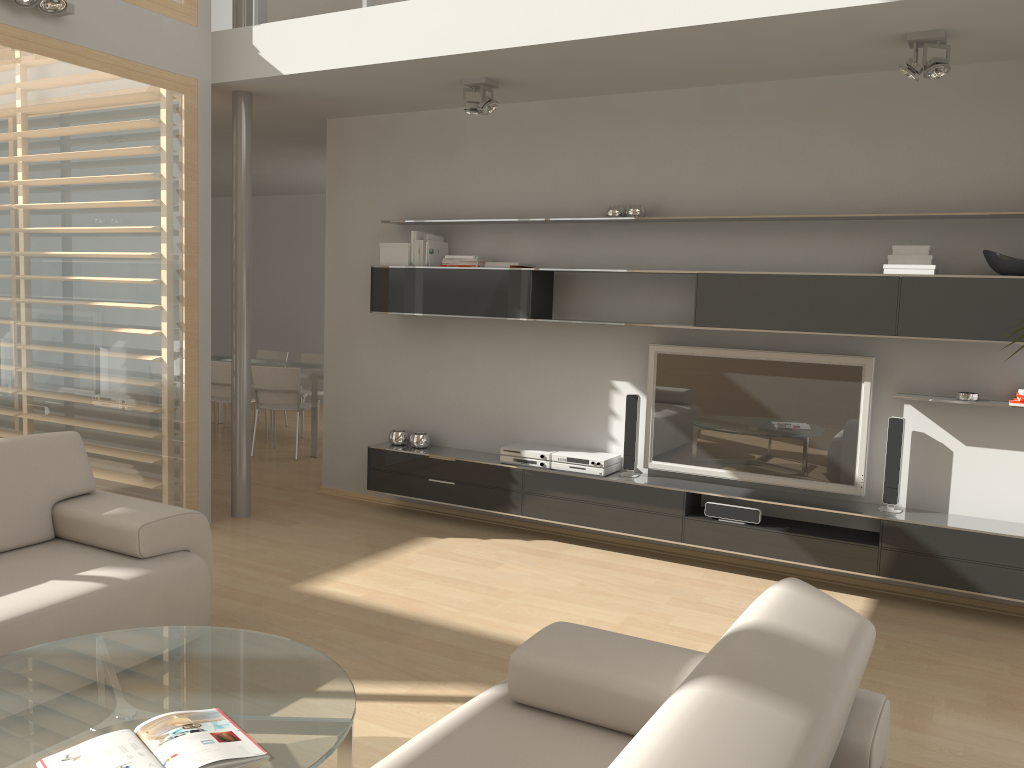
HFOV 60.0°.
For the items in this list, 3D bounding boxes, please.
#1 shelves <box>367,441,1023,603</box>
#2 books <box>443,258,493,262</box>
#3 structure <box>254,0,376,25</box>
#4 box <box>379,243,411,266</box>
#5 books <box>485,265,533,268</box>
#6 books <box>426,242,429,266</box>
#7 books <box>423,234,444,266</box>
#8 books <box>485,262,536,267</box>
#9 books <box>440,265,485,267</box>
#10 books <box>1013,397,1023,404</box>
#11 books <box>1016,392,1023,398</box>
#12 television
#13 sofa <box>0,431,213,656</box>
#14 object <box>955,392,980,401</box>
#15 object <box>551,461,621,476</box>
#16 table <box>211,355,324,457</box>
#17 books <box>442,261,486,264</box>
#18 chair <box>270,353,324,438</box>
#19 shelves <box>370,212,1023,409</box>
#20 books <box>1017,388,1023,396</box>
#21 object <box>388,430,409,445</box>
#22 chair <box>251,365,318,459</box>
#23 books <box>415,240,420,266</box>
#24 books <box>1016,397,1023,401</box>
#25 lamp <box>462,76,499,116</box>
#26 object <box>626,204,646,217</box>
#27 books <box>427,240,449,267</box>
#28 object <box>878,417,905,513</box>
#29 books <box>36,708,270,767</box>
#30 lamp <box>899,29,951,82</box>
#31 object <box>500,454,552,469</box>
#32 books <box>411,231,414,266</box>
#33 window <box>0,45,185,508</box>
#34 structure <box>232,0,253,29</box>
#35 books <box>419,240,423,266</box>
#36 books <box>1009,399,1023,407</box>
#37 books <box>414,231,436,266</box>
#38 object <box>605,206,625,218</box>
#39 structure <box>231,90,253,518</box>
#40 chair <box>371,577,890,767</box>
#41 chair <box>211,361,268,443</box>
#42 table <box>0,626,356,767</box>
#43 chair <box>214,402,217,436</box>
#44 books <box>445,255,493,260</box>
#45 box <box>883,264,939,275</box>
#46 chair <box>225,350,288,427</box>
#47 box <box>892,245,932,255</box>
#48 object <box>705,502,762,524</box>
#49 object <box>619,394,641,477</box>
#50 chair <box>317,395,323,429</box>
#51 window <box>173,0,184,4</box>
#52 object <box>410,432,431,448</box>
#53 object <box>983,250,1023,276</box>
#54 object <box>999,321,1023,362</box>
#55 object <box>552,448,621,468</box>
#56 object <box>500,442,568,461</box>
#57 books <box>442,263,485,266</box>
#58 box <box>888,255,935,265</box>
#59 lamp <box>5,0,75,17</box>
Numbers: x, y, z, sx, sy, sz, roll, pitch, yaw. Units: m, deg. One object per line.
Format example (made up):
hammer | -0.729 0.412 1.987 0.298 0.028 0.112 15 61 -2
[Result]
shelves | 0.947 0.722 5.083 4.236 0.312 0.300 5 6 29
books | -0.280 -0.784 5.625 0.254 0.015 0.190 5 7 30
structure | 0.620 -2.347 4.030 5.400 0.900 0.080 5 6 29
box | -0.713 -0.850 5.862 0.232 0.149 0.232 5 6 29
books | -0.017 -0.724 5.504 0.190 0.015 0.254 6 7 35
books | -0.498 -0.837 5.770 0.009 0.156 0.207 5 6 29
books | -0.511 -0.865 5.774 0.021 0.210 0.207 5 6 29
books | -0.007 -0.738 5.492 0.230 0.017 0.227 5 6 29
books | -0.274 -0.744 5.629 0.297 0.013 0.210 5 6 29
books | 2.521 0.087 4.184 0.268 0.011 0.190 5 7 30
books | 2.526 0.059 4.184 0.254 0.015 0.190 5 7 30
television | 1.341 0.176 4.938 1.224 0.735 0.096 5 6 29
sofa | -2.136 0.699 3.045 1.168 0.846 2.093 5 6 29
object | 2.243 0.061 4.369 0.105 0.035 0.106 -1 6 -26
object | 0.445 0.496 5.354 0.349 0.049 0.250 5 6 29
table | -2.473 0.166 8.799 2.199 0.746 0.900 5 6 29
books | -0.286 -0.770 5.633 0.254 0.015 0.190 5 6 25
chair | -2.167 0.106 9.212 0.455 0.807 0.501 5 6 29
shelves | 0.987 -0.471 4.966 4.236 0.914 0.300 5 6 29
books | 2.517 0.044 4.172 0.227 0.017 0.230 4 6 24
object | -0.772 0.366 6.048 0.143 0.091 0.143 -1 6 -29
chair | -2.045 0.229 8.008 0.455 0.807 0.501 3 6 9
books | -0.555 -0.849 5.804 0.027 0.169 0.230 5 6 29
books | 2.531 0.075 4.179 0.254 0.015 0.190 5 6 25
lamp | -0.177 -1.621 5.033 0.214 0.195 0.150 5 6 29
object | 0.716 -0.995 5.118 0.115 0.081 0.115 3 6 10
books | -0.478 -0.843 5.774 0.023 0.169 0.230 5 6 29
object | 1.958 0.409 4.545 0.111 0.483 0.116 6 7 35
books | -0.843 0.873 2.093 0.440 0.037 0.297 -3 7 -41
lamp | 1.832 -1.445 3.932 0.214 0.195 0.150 5 6 29
object | 0.132 0.469 5.519 0.349 0.049 0.262 5 6 29
books | -0.589 -0.881 5.822 0.017 0.227 0.230 5 6 29
window | -2.572 -0.360 4.188 0.020 2.500 2.525 5 6 29
structure | -1.634 -3.313 5.395 0.121 2.400 0.122 4 6 17
books | -0.527 -0.847 5.798 0.027 0.169 0.230 5 6 29
books | 2.518 0.099 4.187 0.296 0.013 0.210 5 6 29
books | -0.570 -0.880 5.819 0.017 0.227 0.230 5 6 29
object | 0.608 -1.009 5.225 0.115 0.081 0.115 3 6 10
structure | -1.730 -0.478 5.675 0.121 2.700 0.122 4 6 17
chair | 0.158 0.902 1.771 1.165 0.846 1.562 5 6 29
chair | -2.641 0.172 8.382 0.455 0.807 0.501 4 6 24
table | -1.026 1.044 2.360 1.198 0.370 1.198 -3 8 -44
chair | -3.252 0.116 8.747 0.455 0.807 0.501 6 7 39
books | -0.270 -0.801 5.633 0.227 0.017 0.230 4 6 24
box | 1.986 -0.564 4.413 0.232 0.047 0.232 5 6 29
chair | -2.732 0.058 9.513 0.455 0.807 0.501 5 6 29
box | 1.988 -0.659 4.405 0.168 0.047 0.168 5 6 29
object | 1.210 0.703 4.833 0.300 0.092 0.085 5 6 29
object | 0.705 0.300 5.226 0.111 0.483 0.116 5 6 25
chair | -1.621 0.158 8.875 0.455 0.807 0.501 5 6 29
window | -2.476 -3.194 3.908 0.020 2.200 2.525 5 6 29
object | -0.617 0.379 5.963 0.143 0.091 0.143 -1 6 -29
object | 2.388 -0.567 4.183 0.317 0.125 0.223 3 6 7
object | 2.271 -0.018 2.549 0.983 2.668 2.706 3 6 9
object | 0.444 0.448 5.344 0.349 0.049 0.262 5 6 29
object | 0.133 0.421 5.515 0.349 0.049 0.262 5 6 29
books | -0.277 -0.756 5.631 0.268 0.011 0.190 5 7 30
box | 1.986 -0.612 4.411 0.200 0.047 0.200 5 6 29
lamp | -2.285 -1.845 4.255 0.183 0.110 0.360 5 6 29
